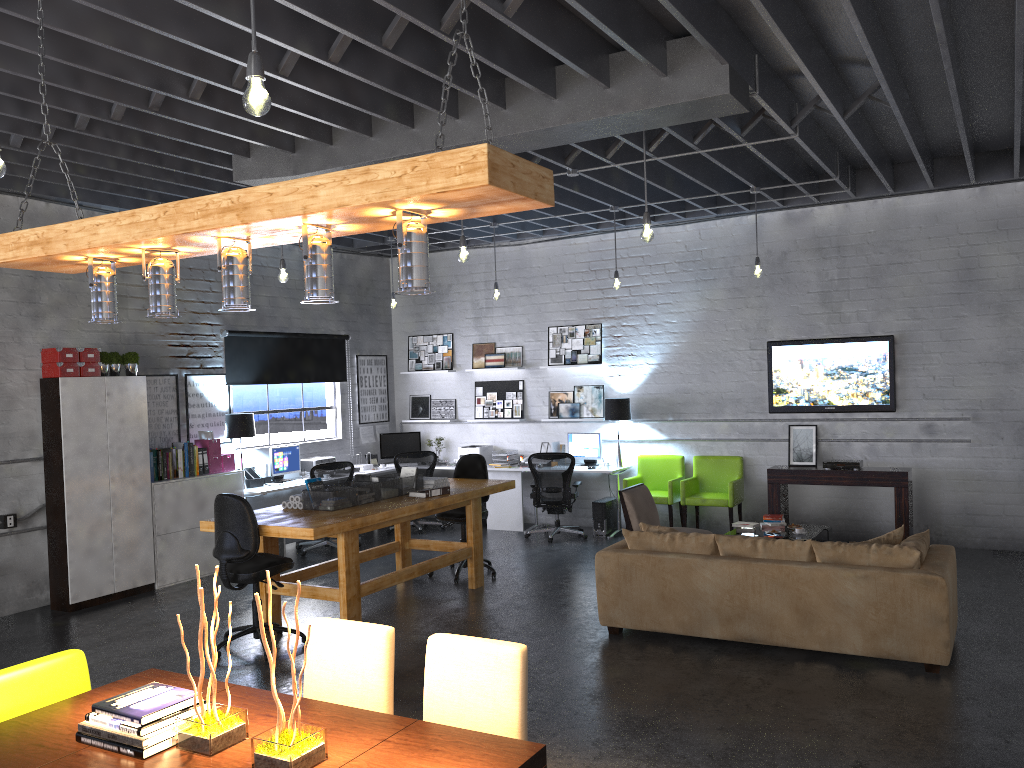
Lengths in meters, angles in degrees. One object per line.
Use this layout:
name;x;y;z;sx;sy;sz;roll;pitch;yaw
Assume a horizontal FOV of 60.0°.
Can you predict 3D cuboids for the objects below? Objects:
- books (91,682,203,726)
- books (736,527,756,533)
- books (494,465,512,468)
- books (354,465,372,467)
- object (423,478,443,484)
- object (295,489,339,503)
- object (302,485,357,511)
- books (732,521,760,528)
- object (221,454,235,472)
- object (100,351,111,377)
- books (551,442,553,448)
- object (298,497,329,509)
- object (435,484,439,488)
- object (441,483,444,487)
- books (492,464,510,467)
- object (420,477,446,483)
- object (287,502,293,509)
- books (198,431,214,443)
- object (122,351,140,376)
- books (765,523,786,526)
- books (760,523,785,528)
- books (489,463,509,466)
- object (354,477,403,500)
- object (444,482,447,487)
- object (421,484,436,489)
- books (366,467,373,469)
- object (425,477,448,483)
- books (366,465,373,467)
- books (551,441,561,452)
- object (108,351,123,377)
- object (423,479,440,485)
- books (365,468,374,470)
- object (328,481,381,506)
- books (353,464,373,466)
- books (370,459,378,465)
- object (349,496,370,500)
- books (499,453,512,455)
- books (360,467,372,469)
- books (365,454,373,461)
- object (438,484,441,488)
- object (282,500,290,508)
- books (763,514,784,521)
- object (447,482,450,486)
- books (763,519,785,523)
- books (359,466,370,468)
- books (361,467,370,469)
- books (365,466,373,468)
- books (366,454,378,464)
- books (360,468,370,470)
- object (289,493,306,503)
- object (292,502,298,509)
books;-1.195;1.048;2.910;0.251;0.030;0.236;-2;0;31
books;2.334;1.444;8.842;0.174;0.045;0.240;-2;0;19
books;-0.118;1.042;11.191;0.211;0.014;0.148;-2;0;-6
books;-1.993;1.065;11.560;0.297;0.006;0.210;-2;0;31
object;-0.862;0.883;8.108;0.520;0.047;0.046;-2;1;29
object;-1.543;0.907;7.299;0.057;0.057;0.635;-1;1;29
object;-1.445;0.905;7.031;0.316;0.156;0.306;-2;1;29
books;2.336;1.407;8.865;0.223;0.027;0.161;-2;1;39
object;-3.102;0.841;9.487;0.214;0.177;0.161;-2;1;30
object;-3.779;-0.185;8.163;0.171;0.240;0.169;-3;1;-31
books;0.556;0.877;11.130;0.036;0.296;0.210;-1;1;29
object;-1.517;0.956;7.287;0.058;0.057;0.635;-1;1;29
object;-0.895;0.924;8.048;0.520;0.047;0.047;-2;1;29
object;-0.849;0.922;8.129;0.520;0.047;0.047;-2;1;29
books;-0.139;1.029;11.189;0.211;0.014;0.148;-2;0;4
object;-0.839;0.881;8.148;0.520;0.047;0.046;-2;1;29
object;-1.616;0.959;7.342;0.058;0.057;0.635;-1;1;29
books;-3.203;0.623;9.310;0.192;0.267;0.060;-1;1;29
object;-3.616;-0.192;8.412;0.169;0.240;0.171;-1;1;29
books;2.668;1.409;9.000;0.161;0.026;0.223;-2;0;-1
books;2.648;1.438;9.018;0.223;0.032;0.161;-2;0;9
books;-0.163;1.016;11.199;0.211;0.014;0.148;-2;1;44
object;-1.143;0.891;7.567;0.316;0.156;0.306;-2;1;29
object;-0.827;0.921;8.169;0.520;0.047;0.047;-2;1;29
object;-0.918;0.925;8.007;0.520;0.047;0.047;-2;1;29
books;-1.994;1.097;11.564;0.297;0.006;0.210;-2;0;29
object;-0.816;0.880;8.189;0.520;0.047;0.046;-2;1;29
books;-1.994;1.071;11.561;0.297;0.006;0.210;-2;0;29
books;0.565;0.876;11.130;0.043;0.296;0.210;-1;1;29
object;-3.730;-0.187;8.306;0.169;0.240;0.171;-2;1;-21
object;-0.885;0.884;8.067;0.520;0.047;0.046;-2;1;29
books;-1.987;1.107;11.560;0.297;0.006;0.210;-2;0;30
object;-1.294;0.898;7.299;0.316;0.156;0.306;-2;1;29
books;-1.992;1.055;11.565;0.297;0.006;0.210;-2;0;30
books;-1.846;1.039;11.850;0.037;0.076;0.102;-1;1;44
object;-1.299;0.933;7.301;0.234;0.022;0.185;-2;0;22
books;-0.082;0.907;11.528;0.134;0.008;0.203;-2;0;13
books;-1.993;1.091;11.561;0.297;0.006;0.210;-2;0;27
books;-1.910;1.001;11.917;0.052;0.109;0.133;-1;1;44
object;-0.872;0.923;8.088;0.520;0.047;0.047;-2;1;29
object;-1.666;0.960;7.371;0.057;0.058;0.635;-1;1;29
books;2.654;1.353;9.001;0.185;0.041;0.128;-2;1;24
object;-0.804;0.920;8.210;0.520;0.047;0.047;-2;1;29
books;2.660;1.385;9.007;0.208;0.024;0.144;-2;0;14
books;-1.996;1.076;11.562;0.297;0.006;0.210;-2;0;28
books;-1.991;1.086;11.565;0.297;0.006;0.210;-2;0;29
books;-1.991;1.081;11.565;0.297;0.006;0.210;-2;0;29
books;-1.869;1.008;11.857;0.017;0.121;0.183;-1;1;44
books;-1.994;1.102;11.564;0.297;0.006;0.210;-2;0;29
object;-1.593;0.909;7.327;0.057;0.057;0.635;-1;1;29
object;-1.567;0.957;7.315;0.057;0.058;0.635;-1;1;29
